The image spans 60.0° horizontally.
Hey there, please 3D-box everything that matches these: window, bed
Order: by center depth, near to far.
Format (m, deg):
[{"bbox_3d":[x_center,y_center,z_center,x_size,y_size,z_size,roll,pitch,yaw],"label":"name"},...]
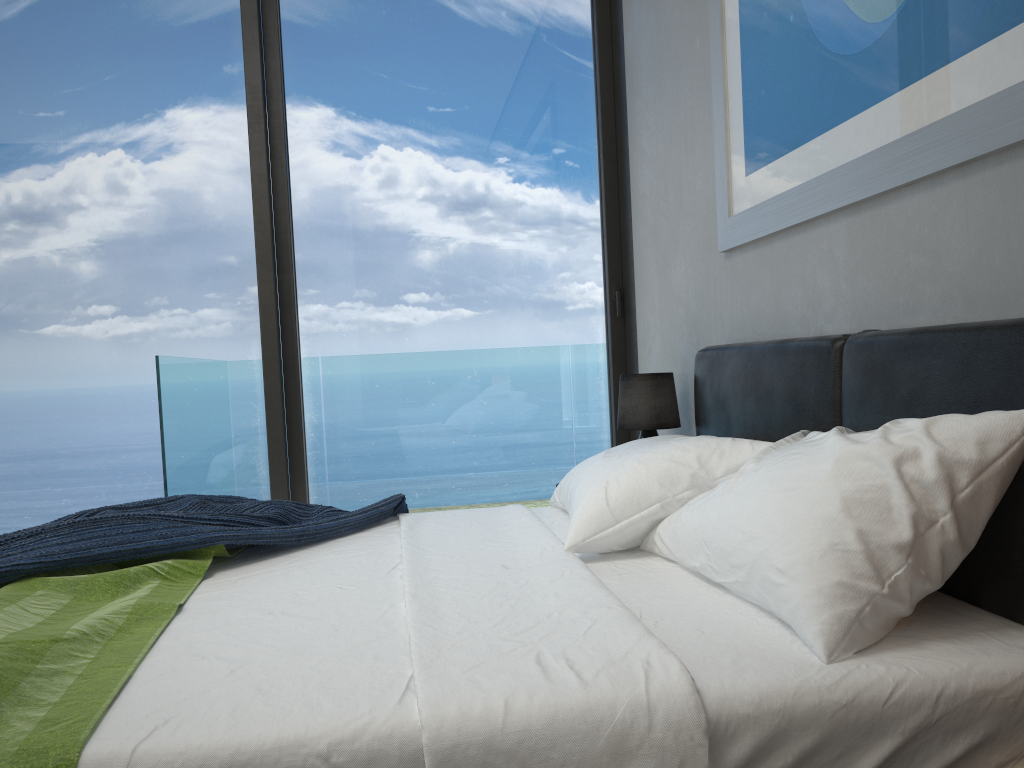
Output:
[{"bbox_3d":[-0.425,0.412,1.815,2.616,0.934,2.753,-3,1,-8],"label":"bed"},{"bbox_3d":[0.863,-0.793,2.428,9.721,3.186,3.594,-3,2,-8],"label":"window"}]

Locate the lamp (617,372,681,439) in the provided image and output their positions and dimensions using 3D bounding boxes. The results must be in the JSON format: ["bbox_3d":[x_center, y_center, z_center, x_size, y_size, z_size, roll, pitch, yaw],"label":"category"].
[{"bbox_3d":[0.504,0.161,3.267,0.219,0.400,0.241,-5,3,-38],"label":"lamp"}]

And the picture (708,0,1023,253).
[{"bbox_3d":[0.758,-1.110,1.923,0.025,1.401,1.799,-3,2,-8],"label":"picture"}]

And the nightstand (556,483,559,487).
[{"bbox_3d":[0.422,0.586,3.301,0.497,0.440,0.496,-3,2,4],"label":"nightstand"}]

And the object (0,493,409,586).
[{"bbox_3d":[-1.007,0.572,1.909,0.685,0.568,2.152,-2,2,34],"label":"object"}]

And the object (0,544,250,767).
[{"bbox_3d":[-0.892,0.511,1.760,0.646,0.342,2.301,-3,1,-8],"label":"object"}]
